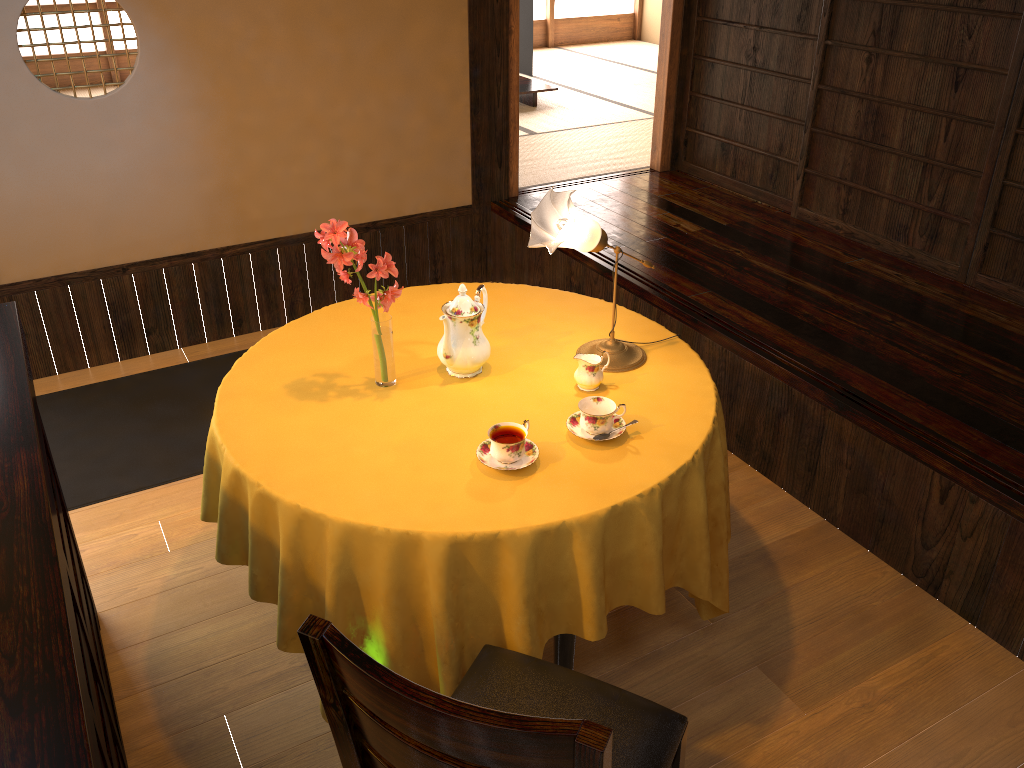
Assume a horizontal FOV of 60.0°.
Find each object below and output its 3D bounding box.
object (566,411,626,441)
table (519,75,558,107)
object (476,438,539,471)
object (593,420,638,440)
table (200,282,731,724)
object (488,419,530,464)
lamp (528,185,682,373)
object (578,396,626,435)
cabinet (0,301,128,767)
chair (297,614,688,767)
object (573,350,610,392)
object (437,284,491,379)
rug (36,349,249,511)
[{"bbox_3d":[0.201,0.106,2.122,0.144,0.024,0.145,10,31,18],"label":"object"},{"bbox_3d":[-0.325,-2.132,6.579,1.204,0.117,0.606,-15,33,-26],"label":"table"},{"bbox_3d":[-0.010,0.164,2.016,0.144,0.024,0.145,10,31,18],"label":"object"},{"bbox_3d":[0.246,0.111,2.095,0.126,0.019,0.029,-13,31,-23],"label":"object"},{"bbox_3d":[-0.115,0.285,2.529,1.448,0.687,1.456,-15,32,-25],"label":"table"},{"bbox_3d":[-0.005,0.136,2.002,0.099,0.075,0.091,-2,29,-4],"label":"object"},{"bbox_3d":[0.282,0.001,2.526,0.513,1.188,0.199,-15,32,-26],"label":"lamp"},{"bbox_3d":[0.204,0.079,2.104,0.091,0.075,0.099,-25,38,-38],"label":"object"},{"bbox_3d":[-0.871,0.750,1.409,0.490,0.959,2.206,-15,32,-25],"label":"cabinet"},{"bbox_3d":[0.019,0.682,1.548,0.492,0.949,0.583,13,31,22],"label":"chair"},{"bbox_3d":[0.202,-0.038,2.307,0.078,0.097,0.084,15,32,26],"label":"object"},{"bbox_3d":[-0.125,-0.152,2.353,0.164,0.249,0.155,-8,29,-14],"label":"object"},{"bbox_3d":[-1.158,0.082,3.599,2.963,0.005,0.910,-15,33,-26],"label":"rug"}]
